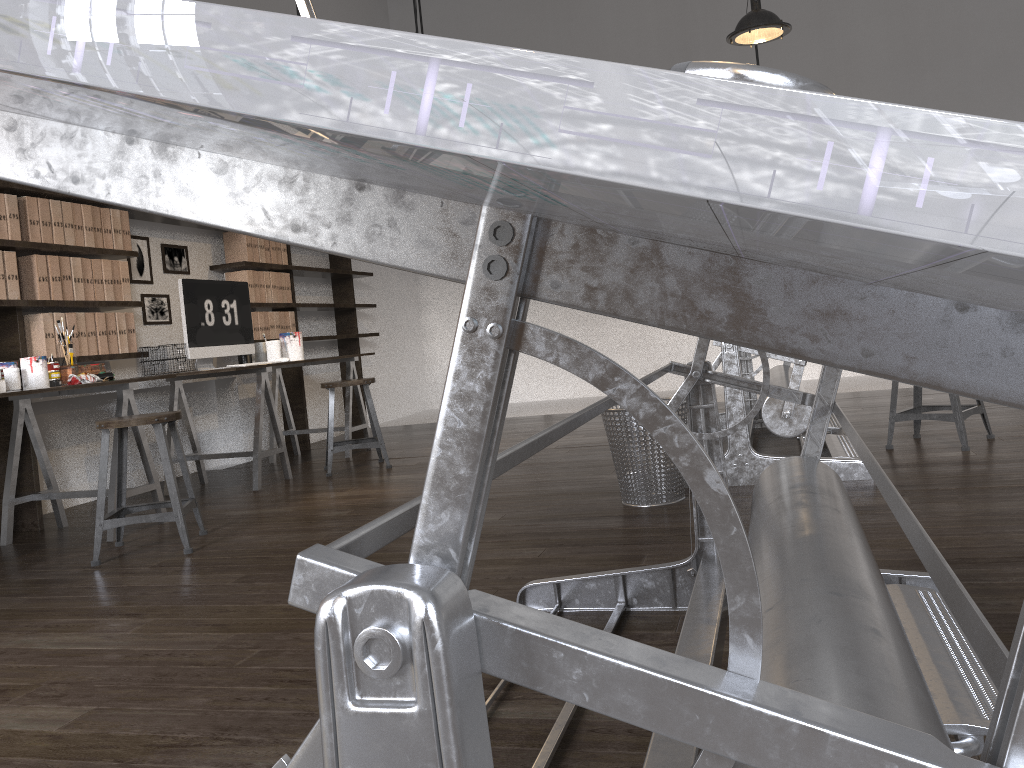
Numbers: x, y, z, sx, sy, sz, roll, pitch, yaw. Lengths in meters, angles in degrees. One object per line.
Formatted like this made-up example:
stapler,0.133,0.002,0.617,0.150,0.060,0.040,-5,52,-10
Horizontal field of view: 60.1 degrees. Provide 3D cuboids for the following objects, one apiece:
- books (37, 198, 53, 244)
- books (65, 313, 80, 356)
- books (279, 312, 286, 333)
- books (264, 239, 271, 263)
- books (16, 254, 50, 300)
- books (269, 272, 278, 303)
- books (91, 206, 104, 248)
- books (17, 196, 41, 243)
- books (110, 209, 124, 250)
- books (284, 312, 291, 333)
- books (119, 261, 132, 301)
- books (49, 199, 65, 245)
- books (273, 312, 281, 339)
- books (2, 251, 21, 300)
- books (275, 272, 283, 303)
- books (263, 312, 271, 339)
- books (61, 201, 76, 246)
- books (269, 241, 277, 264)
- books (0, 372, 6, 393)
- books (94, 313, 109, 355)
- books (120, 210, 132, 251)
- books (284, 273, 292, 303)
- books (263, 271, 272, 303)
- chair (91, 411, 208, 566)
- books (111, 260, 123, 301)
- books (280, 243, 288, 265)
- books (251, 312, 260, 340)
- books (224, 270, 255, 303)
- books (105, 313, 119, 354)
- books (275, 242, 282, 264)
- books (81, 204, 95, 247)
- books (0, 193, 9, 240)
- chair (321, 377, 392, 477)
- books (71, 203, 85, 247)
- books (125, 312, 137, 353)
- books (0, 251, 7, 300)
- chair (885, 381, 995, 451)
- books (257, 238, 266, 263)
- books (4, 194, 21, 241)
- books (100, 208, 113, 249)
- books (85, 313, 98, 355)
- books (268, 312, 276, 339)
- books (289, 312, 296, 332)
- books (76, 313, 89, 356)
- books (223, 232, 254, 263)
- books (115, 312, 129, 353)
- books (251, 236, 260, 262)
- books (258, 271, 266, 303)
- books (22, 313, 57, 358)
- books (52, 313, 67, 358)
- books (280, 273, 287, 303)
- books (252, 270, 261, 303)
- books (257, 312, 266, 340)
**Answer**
books,-2.320,-0.772,4.276,0.174,0.225,0.067,-5,0,16
books,-2.233,-0.231,4.366,0.174,0.226,0.067,-5,0,17
books,-1.690,-0.389,6.237,0.174,0.225,0.067,-5,0,17
books,-1.775,-0.930,6.141,0.174,0.225,0.067,-5,0,16
books,-2.309,-0.494,4.227,0.174,0.225,0.067,-5,0,16
books,-1.731,-0.660,6.170,0.174,0.225,0.067,-5,0,17
books,-2.225,-0.800,4.602,0.174,0.225,0.067,-5,0,16
books,-2.342,-0.767,4.210,0.174,0.225,0.067,-5,0,16
books,-2.182,-0.812,4.737,0.174,0.225,0.067,-5,0,17
books,-1.672,-0.395,6.305,0.174,0.225,0.067,-5,0,17
books,-2.148,-0.540,4.762,0.174,0.225,0.067,-5,0,17
books,-2.297,-0.778,4.342,0.174,0.226,0.067,-5,0,17
books,-1.706,-0.384,6.169,0.174,0.226,0.067,-5,0,16
books,-2.356,-0.485,4.056,0.174,0.225,0.067,-5,0,16
books,-1.713,-0.665,6.234,0.174,0.226,0.067,-5,0,16
books,-1.746,-0.373,6.046,0.174,0.225,0.067,-5,0,17
books,-2.278,-0.784,4.412,0.174,0.225,0.067,-5,0,16
books,-1.748,-0.937,6.211,0.174,0.226,0.067,-5,0,17
books,-2.151,-0.019,3.467,0.385,0.147,0.295,-5,3,17
books,-2.177,-0.248,4.561,0.174,0.226,0.067,-5,0,16
books,-2.166,-0.817,4.806,0.174,0.225,0.067,-5,0,17
books,-1.680,-0.676,6.363,0.174,0.225,0.067,-5,0,17
books,-1.755,-0.654,6.102,0.174,0.225,0.067,-5,0,17
chair,-1.417,0.387,3.429,0.358,0.528,0.371,-6,1,-10
books,-2.167,-0.535,4.702,0.174,0.225,0.067,-5,0,17
books,-1.709,-0.949,6.356,0.174,0.225,0.067,-5,0,17
books,-1.784,-0.362,5.917,0.174,0.225,0.067,-5,0,17
books,-1.812,-0.637,5.900,0.174,0.226,0.067,-5,0,17
books,-2.161,-0.253,4.634,0.174,0.225,0.067,-5,0,17
books,-1.733,-0.942,6.284,0.174,0.225,0.067,-5,0,16
books,-2.239,-0.795,4.536,0.174,0.226,0.067,-5,0,17
books,-2.394,-0.745,4.028,0.174,0.225,0.067,-5,0,17
chair,-0.932,0.242,5.174,0.372,0.528,0.358,-6,1,-15
books,-2.262,-0.789,4.473,0.174,0.225,0.067,-5,0,16
books,-2.121,-0.265,4.770,0.174,0.225,0.067,-5,0,16
books,-2.376,-0.479,3.980,0.174,0.226,0.067,-5,0,17
chair,1.914,0.018,4.013,0.357,0.528,0.373,-5,2,45
books,-1.790,-0.925,6.071,0.174,0.225,0.067,-5,0,16
books,-2.369,-0.751,4.089,0.174,0.226,0.067,-5,0,17
books,-2.205,-0.806,4.670,0.174,0.225,0.067,-5,0,16
books,-2.203,-0.241,4.491,0.174,0.225,0.067,-5,0,17
books,-1.726,-0.378,6.105,0.174,0.225,0.067,-5,0,17
books,-1.647,-0.400,6.365,0.174,0.226,0.067,-5,0,17
books,-2.220,-0.236,4.428,0.174,0.225,0.067,-5,0,16
books,-1.834,-0.913,5.937,0.174,0.225,0.067,-5,0,17
books,-2.137,-0.259,4.701,0.174,0.225,0.067,-5,0,17
books,-1.814,-0.919,6.005,0.174,0.225,0.067,-5,0,17
books,-1.778,-0.648,6.036,0.174,0.225,0.067,-5,0,16
books,-2.277,-0.219,4.228,0.174,0.225,0.067,-5,0,16
books,-2.253,-0.225,4.296,0.174,0.225,0.067,-5,0,16
books,-1.699,-0.670,6.296,0.174,0.225,0.067,-5,0,17
books,-1.796,-0.642,5.969,0.174,0.225,0.067,-5,0,16
books,-1.760,-0.368,5.980,0.174,0.226,0.067,-5,0,16
